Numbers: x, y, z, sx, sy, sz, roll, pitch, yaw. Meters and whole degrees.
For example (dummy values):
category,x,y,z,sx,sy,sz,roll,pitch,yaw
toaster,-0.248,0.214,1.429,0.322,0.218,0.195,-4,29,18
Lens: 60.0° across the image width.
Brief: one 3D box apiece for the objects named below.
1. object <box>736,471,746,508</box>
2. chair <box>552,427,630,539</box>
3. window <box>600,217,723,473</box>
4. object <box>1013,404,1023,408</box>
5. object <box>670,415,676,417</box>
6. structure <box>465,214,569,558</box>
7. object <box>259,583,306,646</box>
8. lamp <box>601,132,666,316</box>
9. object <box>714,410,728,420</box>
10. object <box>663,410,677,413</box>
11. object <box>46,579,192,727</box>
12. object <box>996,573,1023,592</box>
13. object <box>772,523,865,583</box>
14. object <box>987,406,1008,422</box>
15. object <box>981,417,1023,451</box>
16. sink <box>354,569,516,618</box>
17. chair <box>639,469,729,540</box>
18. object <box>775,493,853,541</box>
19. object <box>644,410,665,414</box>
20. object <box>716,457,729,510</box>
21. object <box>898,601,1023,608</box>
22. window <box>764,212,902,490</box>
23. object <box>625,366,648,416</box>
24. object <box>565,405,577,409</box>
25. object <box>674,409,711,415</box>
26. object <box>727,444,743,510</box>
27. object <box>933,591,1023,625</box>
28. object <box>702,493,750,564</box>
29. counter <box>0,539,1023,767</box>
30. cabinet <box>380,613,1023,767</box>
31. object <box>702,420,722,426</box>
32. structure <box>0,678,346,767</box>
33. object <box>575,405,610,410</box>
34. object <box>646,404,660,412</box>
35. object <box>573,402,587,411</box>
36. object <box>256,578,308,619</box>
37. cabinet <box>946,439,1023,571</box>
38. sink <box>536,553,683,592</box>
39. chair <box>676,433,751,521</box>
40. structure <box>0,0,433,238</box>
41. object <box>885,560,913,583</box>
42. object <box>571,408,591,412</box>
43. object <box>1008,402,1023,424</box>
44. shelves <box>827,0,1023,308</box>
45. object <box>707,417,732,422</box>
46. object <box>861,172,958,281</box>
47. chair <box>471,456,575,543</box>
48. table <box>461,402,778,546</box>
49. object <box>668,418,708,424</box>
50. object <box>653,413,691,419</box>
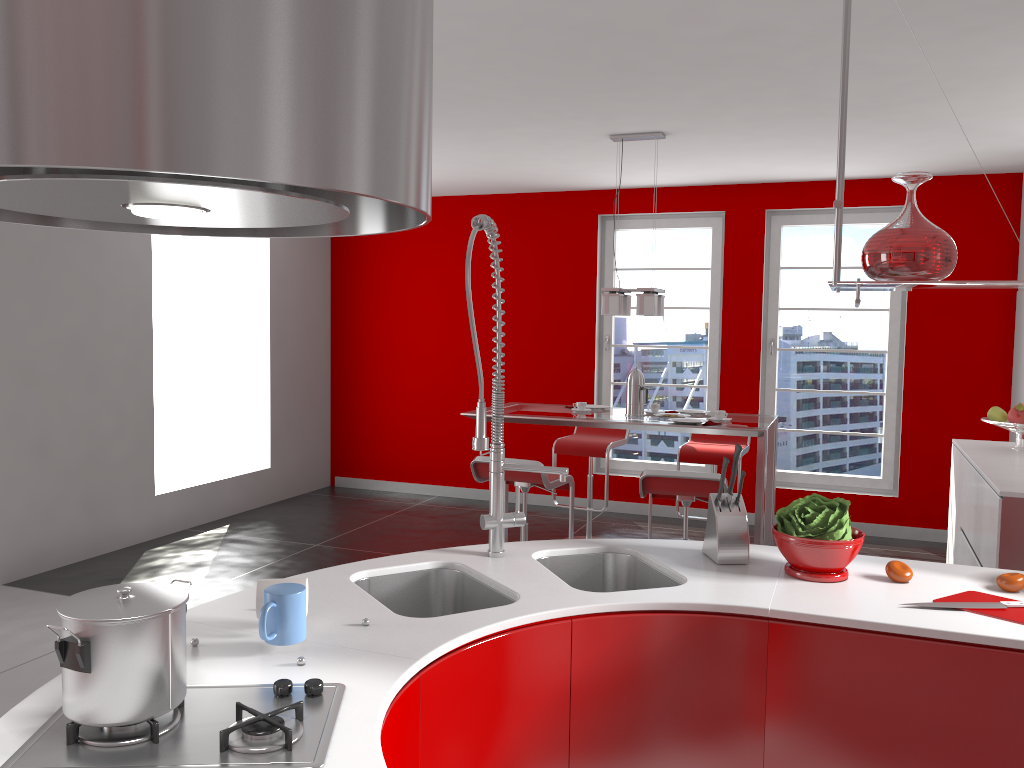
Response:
category,x,y,z,sx,sy,sz,roll,pitch,yaw
object,0.621,0.332,2.436,0.009,0.197,0.091,0,4,-8
chair,0.547,0.685,6.116,0.418,0.857,0.460,3,4,28
window,1.186,-0.300,7.129,0.938,2.038,0.117,2,4,21
object,2.797,0.159,4.880,0.117,0.105,0.096,-2,5,-40
object,0.907,0.182,5.003,0.034,0.006,0.036,1,4,9
structure,-0.017,0.020,2.363,0.308,0.920,0.178,-1,4,-26
object,-0.441,0.450,1.717,0.080,0.100,0.109,0,4,-6
lamp,0.708,-0.906,5.087,0.304,1.025,0.304,2,4,21
object,1.155,0.174,4.900,0.078,0.049,0.062,2,4,21
object,0.949,0.165,5.338,0.095,0.012,0.234,2,4,20
object,-0.605,0.410,1.388,0.189,0.185,0.218,0,4,-17
object,1.235,0.490,2.194,0.065,0.047,0.063,2,4,20
object,0.794,0.438,2.311,0.229,0.118,0.228,0,4,-8
object,2.654,0.167,4.842,0.083,0.086,0.100,-1,4,-20
object,2.751,0.277,4.788,0.398,0.159,0.398,-1,4,-20
sink,-0.196,0.598,2.167,0.326,0.172,0.428,-1,5,-30
chair,0.834,0.815,4.287,0.418,0.857,0.460,2,4,16
object,0.785,0.385,2.311,0.198,0.182,0.193,3,4,26
object,0.845,0.169,5.250,0.119,0.016,0.119,2,4,18
object,0.567,0.333,2.430,0.012,0.279,0.130,0,4,-8
object,1.080,0.510,2.047,0.375,0.008,0.041,1,4,-2
window,2.399,-0.250,6.666,0.938,2.038,0.117,2,4,21
object,0.729,0.039,5.113,0.149,0.287,0.113,3,4,29
object,0.372,0.142,5.552,0.095,0.012,0.234,2,4,20
object,1.078,0.169,5.286,0.217,0.015,0.217,1,4,-3
object,0.596,0.318,2.423,0.014,0.322,0.150,0,4,-8
object,1.137,0.518,2.045,0.168,0.006,0.266,-3,5,-42
object,0.592,0.393,2.456,0.091,0.178,0.137,0,4,-6
counter,0.407,0.964,1.858,2.865,0.880,1.868,-2,5,-35
cabinet,0.645,0.945,1.721,1.875,0.761,1.025,-1,4,-24
object,1.074,0.209,4.726,0.095,0.012,0.234,2,4,21
structure,-0.507,0.522,1.399,0.457,0.037,0.303,1,4,-4
object,0.500,0.146,5.499,0.217,0.015,0.217,5,6,45
object,0.841,0.144,5.255,0.062,0.049,0.078,-1,4,-29
object,0.410,0.134,5.307,0.078,0.049,0.062,5,5,43
object,-0.478,0.449,1.842,0.100,0.080,0.109,0,4,-9
cabinet,2.554,0.827,4.315,0.610,0.880,1.802,2,4,21
sink,0.248,0.591,2.365,0.326,0.172,0.428,0,4,-18
chair,1.326,0.715,5.840,0.418,0.857,0.460,3,4,23
structure,-0.415,-0.681,1.050,0.644,0.958,0.644,0,4,-13
object,0.989,0.479,2.265,0.064,0.048,0.063,1,4,-1
object,0.415,0.159,5.303,0.119,0.016,0.119,1,4,1
object,2.685,0.157,4.717,0.097,0.133,0.117,2,4,10
shelves,1.245,-0.690,2.041,0.934,1.023,0.462,2,4,21
object,1.147,0.197,4.904,0.119,0.016,0.119,4,5,41
object,0.963,-0.373,2.148,0.213,0.266,0.213,-3,5,-41
chair,0.055,0.782,4.589,0.418,0.857,0.460,3,4,26
table,0.634,0.676,5.216,1.700,1.000,0.800,2,4,21
object,0.948,0.202,4.781,0.217,0.015,0.217,-2,5,-33
object,0.908,0.184,5.040,0.217,0.015,0.217,-2,5,-32
